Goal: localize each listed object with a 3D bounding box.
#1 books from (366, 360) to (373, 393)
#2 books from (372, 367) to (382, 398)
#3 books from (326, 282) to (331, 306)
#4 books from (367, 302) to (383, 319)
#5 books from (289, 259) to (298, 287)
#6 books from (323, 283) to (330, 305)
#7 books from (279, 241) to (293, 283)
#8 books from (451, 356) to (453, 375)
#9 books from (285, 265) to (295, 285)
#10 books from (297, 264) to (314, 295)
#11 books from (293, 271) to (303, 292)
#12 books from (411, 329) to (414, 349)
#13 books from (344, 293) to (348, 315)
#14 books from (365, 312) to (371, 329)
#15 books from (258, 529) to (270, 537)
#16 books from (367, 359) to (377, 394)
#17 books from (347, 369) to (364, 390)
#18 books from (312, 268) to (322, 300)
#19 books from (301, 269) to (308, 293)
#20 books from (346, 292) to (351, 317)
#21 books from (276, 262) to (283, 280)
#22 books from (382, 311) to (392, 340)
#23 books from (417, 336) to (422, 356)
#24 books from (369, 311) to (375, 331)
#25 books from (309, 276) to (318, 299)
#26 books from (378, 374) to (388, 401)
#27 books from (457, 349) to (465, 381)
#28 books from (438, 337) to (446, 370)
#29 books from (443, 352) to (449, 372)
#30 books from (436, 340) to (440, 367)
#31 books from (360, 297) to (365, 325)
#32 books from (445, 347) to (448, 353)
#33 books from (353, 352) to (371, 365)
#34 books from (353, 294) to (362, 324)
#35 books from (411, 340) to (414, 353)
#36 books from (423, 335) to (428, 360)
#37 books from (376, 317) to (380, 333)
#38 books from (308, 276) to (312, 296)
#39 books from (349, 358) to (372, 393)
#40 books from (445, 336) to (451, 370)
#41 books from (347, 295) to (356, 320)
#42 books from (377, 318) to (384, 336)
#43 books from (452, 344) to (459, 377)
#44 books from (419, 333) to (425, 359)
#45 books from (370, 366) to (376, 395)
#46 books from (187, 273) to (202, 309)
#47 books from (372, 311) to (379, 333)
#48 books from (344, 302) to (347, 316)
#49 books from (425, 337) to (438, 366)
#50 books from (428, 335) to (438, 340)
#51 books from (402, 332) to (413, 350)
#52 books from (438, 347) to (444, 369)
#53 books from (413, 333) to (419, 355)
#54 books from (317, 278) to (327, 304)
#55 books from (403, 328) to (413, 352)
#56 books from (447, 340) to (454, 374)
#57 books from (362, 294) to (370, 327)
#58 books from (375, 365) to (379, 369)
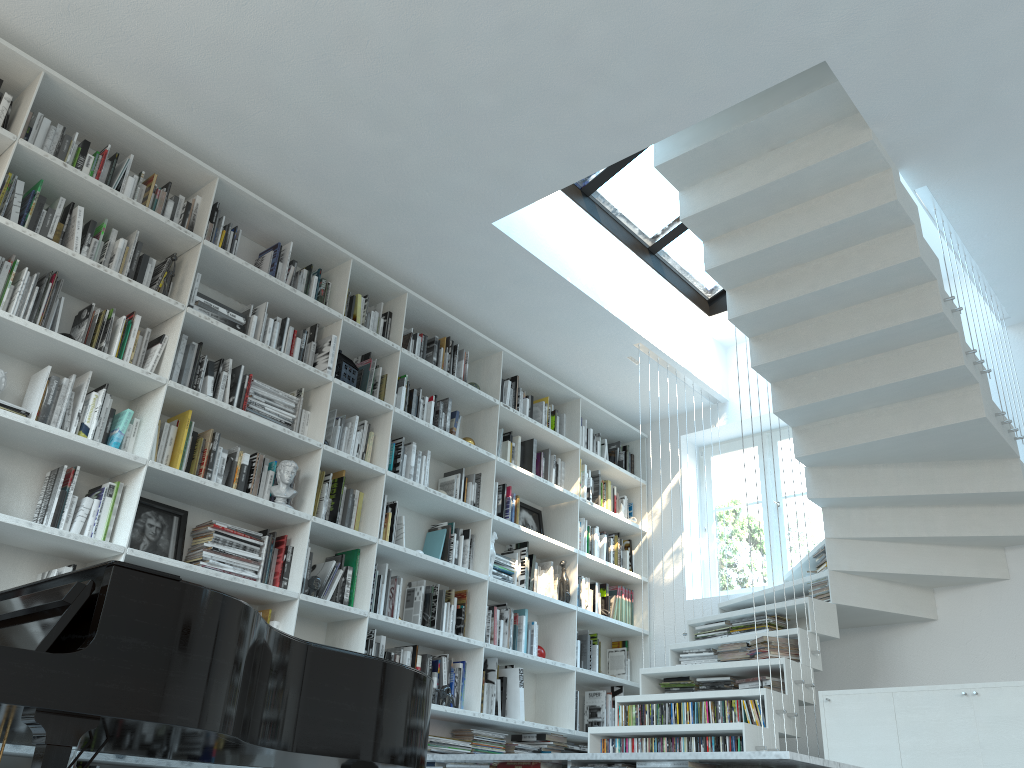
[{"bbox_3d":[-0.852,0.009,4.891,0.181,0.270,0.022,-18,-33,37],"label":"books"},{"bbox_3d":[-0.800,0.042,4.925,0.186,0.247,0.013,-18,-33,37],"label":"books"},{"bbox_3d":[-1.055,-0.425,4.845,0.137,0.256,0.022,-18,-33,37],"label":"books"},{"bbox_3d":[-0.809,-0.312,5.124,0.128,0.328,0.012,-18,-33,37],"label":"books"},{"bbox_3d":[-1.209,-0.518,4.693,0.140,0.268,0.028,-18,-33,37],"label":"books"},{"bbox_3d":[-1.062,-0.426,4.825,0.153,0.237,0.014,-18,-33,37],"label":"books"},{"bbox_3d":[-1.234,-0.577,4.647,0.186,0.330,0.010,-18,-33,37],"label":"books"},{"bbox_3d":[-0.429,-0.067,5.484,0.150,0.251,0.024,-18,-33,37],"label":"books"},{"bbox_3d":[-1.222,-0.510,4.643,0.173,0.210,0.050,-18,-34,37],"label":"books"},{"bbox_3d":[-1.138,-0.497,4.726,0.180,0.269,0.010,-18,-33,37],"label":"books"},{"bbox_3d":[-1.176,-0.481,4.687,0.166,0.202,0.033,-18,-34,37],"label":"books"},{"bbox_3d":[-0.657,-0.194,5.247,0.173,0.243,0.011,-18,-33,37],"label":"books"},{"bbox_3d":[-0.979,-0.395,4.878,0.191,0.238,0.007,-18,-33,37],"label":"books"},{"bbox_3d":[-0.869,-0.297,4.995,0.173,0.179,0.023,-18,-34,37],"label":"books"},{"bbox_3d":[-1.203,0.834,4.154,0.130,0.297,0.011,-18,-33,37],"label":"books"},{"bbox_3d":[-0.832,0.009,4.907,0.179,0.286,0.021,-18,-33,37],"label":"books"},{"bbox_3d":[-0.884,0.031,4.874,0.156,0.212,0.019,-18,-33,37],"label":"books"},{"bbox_3d":[-1.100,-0.475,4.807,0.138,0.306,0.012,-18,-33,37],"label":"books"},{"bbox_3d":[-1.161,-0.484,4.716,0.154,0.235,0.023,-18,-33,37],"label":"books"},{"bbox_3d":[-0.962,-0.378,4.934,0.142,0.261,0.008,-18,-33,37],"label":"books"},{"bbox_3d":[-1.268,-0.524,4.620,0.147,0.207,0.031,-18,-33,37],"label":"books"},{"bbox_3d":[-0.773,-0.278,5.102,0.186,0.251,0.029,-18,-33,37],"label":"books"},{"bbox_3d":[-0.617,-0.162,5.285,0.163,0.225,0.028,-18,-33,37],"label":"books"},{"bbox_3d":[-0.855,-0.297,5.016,0.180,0.200,0.024,-18,-34,37],"label":"books"},{"bbox_3d":[-1.116,-0.458,4.727,0.193,0.201,0.023,-18,-34,37],"label":"books"},{"bbox_3d":[-0.781,0.069,4.938,0.224,0.212,0.008,-18,-34,37],"label":"books"},{"bbox_3d":[-0.375,-0.062,5.537,0.189,0.295,0.013,-18,-33,37],"label":"books"},{"bbox_3d":[-0.482,-0.128,5.434,0.179,0.311,0.006,-18,-33,37],"label":"books"},{"bbox_3d":[-0.465,-0.078,5.408,0.188,0.200,0.018,-18,-34,37],"label":"books"},{"bbox_3d":[-0.509,-0.121,5.420,0.160,0.283,0.007,-18,-33,37],"label":"books"},{"bbox_3d":[-0.906,-0.347,5.004,0.151,0.273,0.030,-18,-33,37],"label":"books"},{"bbox_3d":[-0.467,-0.091,5.437,0.170,0.249,0.008,-18,-33,37],"label":"books"},{"bbox_3d":[-0.857,-0.014,4.920,0.143,0.337,0.025,-18,-33,37],"label":"books"},{"bbox_3d":[-0.917,-0.359,4.959,0.191,0.253,0.054,-18,-33,37],"label":"books"},{"bbox_3d":[-0.644,-0.159,5.248,0.160,0.182,0.009,-18,-34,37],"label":"books"},{"bbox_3d":[-0.582,-0.155,5.330,0.169,0.255,0.021,-18,-33,37],"label":"books"},{"bbox_3d":[-0.831,-0.273,5.064,0.162,0.202,0.025,-18,-34,37],"label":"books"},{"bbox_3d":[-1.140,-0.467,4.728,0.179,0.216,0.012,-18,-34,37],"label":"books"},{"bbox_3d":[-0.852,-0.001,4.872,0.190,0.271,0.021,-18,-33,37],"label":"books"},{"bbox_3d":[-0.459,-0.124,5.459,0.184,0.328,0.007,-18,-33,37],"label":"books"},{"bbox_3d":[-0.942,-0.366,4.925,0.171,0.232,0.015,-18,-33,37],"label":"books"},{"bbox_3d":[-0.811,-0.262,5.073,0.182,0.193,0.023,-18,-34,37],"label":"books"},{"bbox_3d":[-0.411,-0.087,5.501,0.183,0.305,0.008,-18,-33,37],"label":"books"},{"bbox_3d":[-0.597,-0.165,5.311,0.161,0.254,0.030,-18,-33,37],"label":"books"},{"bbox_3d":[-0.825,0.034,4.920,0.159,0.253,0.005,-18,-33,37],"label":"books"},{"bbox_3d":[-1.543,-0.383,4.159,0.192,0.248,0.021,-18,-33,37],"label":"books"},{"bbox_3d":[-0.833,-0.293,5.035,0.170,0.212,0.031,-18,-34,37],"label":"books"},{"bbox_3d":[-0.970,-0.388,4.915,0.158,0.259,0.034,-18,-33,37],"label":"books"},{"bbox_3d":[-0.528,-0.141,5.353,0.185,0.257,0.028,-18,-33,37],"label":"books"},{"bbox_3d":[-0.528,-0.141,5.392,0.167,0.291,0.024,-18,-33,37],"label":"books"},{"bbox_3d":[-0.671,-0.194,5.204,0.183,0.205,0.046,-18,-34,37],"label":"books"},{"bbox_3d":[-0.488,-0.098,5.405,0.160,0.230,0.018,-18,-33,37],"label":"books"},{"bbox_3d":[-0.626,-0.179,5.258,0.174,0.228,0.013,-18,-33,37],"label":"books"},{"bbox_3d":[-1.083,-0.441,4.802,0.161,0.242,0.028,-18,-33,37],"label":"books"},{"bbox_3d":[-0.657,-0.200,5.235,0.173,0.243,0.009,-18,-33,37],"label":"books"},{"bbox_3d":[-0.440,-0.111,5.450,0.183,0.298,0.015,-18,-33,37],"label":"books"},{"bbox_3d":[-0.879,-0.354,5.012,0.168,0.296,0.010,-18,-33,37],"label":"books"},{"bbox_3d":[-0.809,0.040,4.971,0.130,0.290,0.005,-18,-33,37],"label":"books"}]
